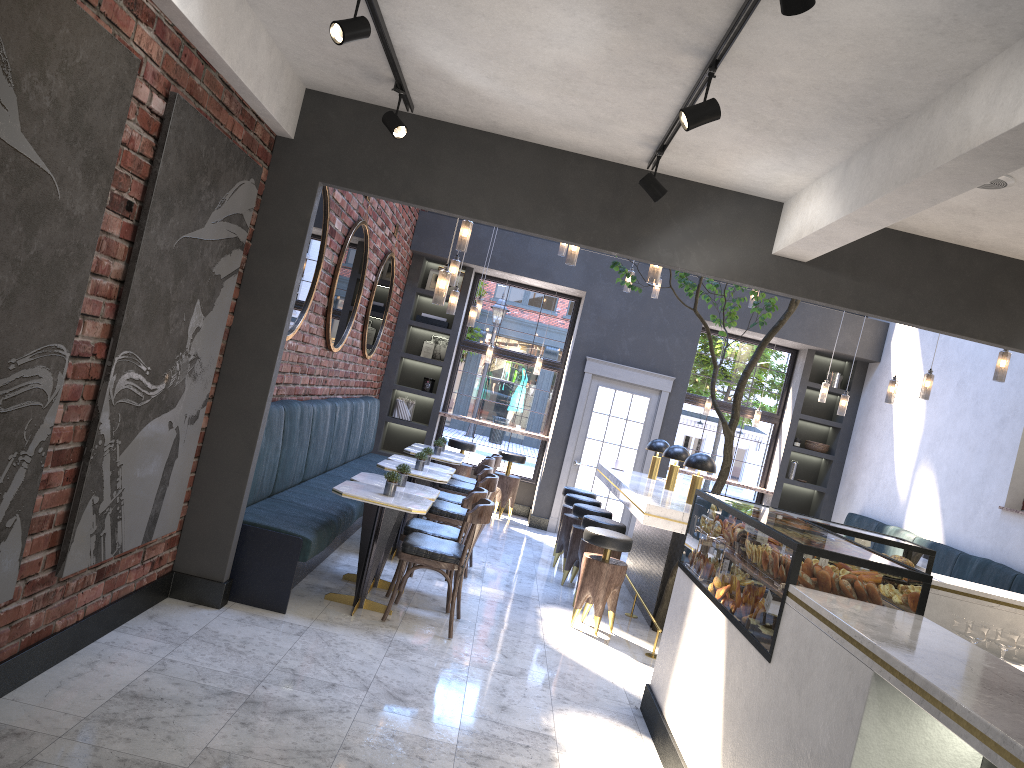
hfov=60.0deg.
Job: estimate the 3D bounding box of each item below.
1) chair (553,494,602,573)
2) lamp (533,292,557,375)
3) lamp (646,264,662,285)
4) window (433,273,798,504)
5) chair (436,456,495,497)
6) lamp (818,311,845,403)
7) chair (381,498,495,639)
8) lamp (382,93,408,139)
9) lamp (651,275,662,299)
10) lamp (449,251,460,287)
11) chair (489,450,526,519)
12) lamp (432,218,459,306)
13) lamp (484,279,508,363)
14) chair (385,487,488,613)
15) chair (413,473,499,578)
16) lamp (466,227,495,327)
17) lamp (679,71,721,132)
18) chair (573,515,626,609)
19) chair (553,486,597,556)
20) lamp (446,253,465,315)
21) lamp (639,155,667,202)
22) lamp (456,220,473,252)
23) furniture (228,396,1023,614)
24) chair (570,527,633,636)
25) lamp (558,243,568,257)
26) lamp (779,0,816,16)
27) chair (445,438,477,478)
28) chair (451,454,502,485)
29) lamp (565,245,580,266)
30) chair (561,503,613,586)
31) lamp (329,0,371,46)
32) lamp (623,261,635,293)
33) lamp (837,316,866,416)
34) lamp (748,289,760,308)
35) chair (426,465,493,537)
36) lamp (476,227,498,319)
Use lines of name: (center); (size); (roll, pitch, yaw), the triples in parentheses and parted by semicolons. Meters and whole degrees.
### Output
chair: (0.625, 1.477, 8.719); (0.371, 0.737, 0.371); (14, 0, -9)
lamp: (0.483, -0.818, 11.535); (0.078, 1.429, 0.078); (13, 0, -38)
lamp: (1.376, -2.639, 5.669); (0.078, 4.105, 0.078); (14, 0, 30)
window: (1.666, -1.134, 5.631); (6.405, 5.364, 12.709); (14, 0, 0)
chair: (-0.526, 1.143, 9.342); (0.521, 0.851, 0.538); (14, 0, 1)
lamp: (3.961, -1.792, 9.963); (0.078, 4.105, 0.078); (13, 0, -15)
chair: (-0.465, 1.135, 5.781); (0.521, 0.851, 0.538); (14, 0, 1)
lamp: (-0.592, -1.375, 4.559); (0.157, 0.235, 0.088); (14, 0, 41)
lamp: (2.071, -2.959, 9.911); (0.078, 4.105, 0.078); (13, 0, -15)
lamp: (-0.045, -2.832, 7.517); (0.078, 4.105, 0.078); (14, 0, 7)
chair: (-0.088, 1.279, 11.276); (0.372, 0.821, 0.370); (13, 0, -37)
lamp: (0.005, -2.505, 5.671); (0.078, 4.105, 0.078); (13, 0, -15)
lamp: (-0.156, -0.971, 11.535); (0.078, 1.429, 0.078); (14, 0, 30)
chair: (-0.523, 1.125, 6.359); (0.521, 0.851, 0.538); (14, 0, 1)
chair: (-0.463, 1.147, 7.561); (0.521, 0.851, 0.538); (14, 0, 1)
lamp: (0.038, -2.601, 9.342); (0.078, 4.105, 0.078); (13, 0, -15)
lamp: (0.724, -1.068, 3.366); (0.157, 0.238, 0.087); (14, 0, -6)
chair: (0.686, 1.483, 7.326); (0.371, 0.737, 0.371); (14, 0, 27)
chair: (0.646, 1.487, 9.429); (0.371, 0.737, 0.371); (14, 0, 43)
lamp: (-0.090, -2.640, 8.161); (0.078, 4.105, 0.078); (14, 0, 7)
lamp: (0.737, -1.057, 4.561); (0.157, 0.238, 0.087); (14, 0, -6)
lamp: (0.114, -2.951, 6.355); (0.078, 4.105, 0.078); (13, 0, -15)
furniture: (1.082, 1.368, 7.902); (6.021, 1.151, 5.341); (14, 0, 0)
chair: (0.643, 1.468, 6.622); (0.371, 0.737, 0.371); (14, 0, 43)
lamp: (0.976, -3.287, 8.906); (0.078, 4.105, 0.078); (13, 0, -15)
lamp: (0.733, -1.073, 2.271); (0.087, 0.238, 0.157); (14, 0, 39)
chair: (-0.716, 1.128, 11.299); (0.371, 0.821, 0.371); (13, 0, -37)
chair: (-0.459, 1.163, 9.921); (0.521, 0.851, 0.497); (14, 0, -1)
lamp: (0.909, -2.876, 6.535); (0.078, 4.105, 0.078); (14, 0, 30)
chair: (0.654, 1.480, 8.026); (0.371, 0.737, 0.371); (14, 0, 43)
lamp: (-0.602, -1.386, 3.362); (0.087, 0.238, 0.157); (14, 0, 39)
lamp: (1.679, -2.963, 9.284); (0.078, 4.105, 0.078); (13, 0, -15)
lamp: (3.929, -1.667, 9.299); (0.078, 4.105, 0.078); (13, 0, -15)
lamp: (3.005, -2.802, 9.338); (0.078, 4.105, 0.078); (13, 0, -15)
chair: (-0.524, 1.137, 8.193); (0.521, 0.851, 0.538); (14, 0, -6)
lamp: (0.069, -2.727, 9.914); (0.078, 4.105, 0.078); (13, 0, -15)
